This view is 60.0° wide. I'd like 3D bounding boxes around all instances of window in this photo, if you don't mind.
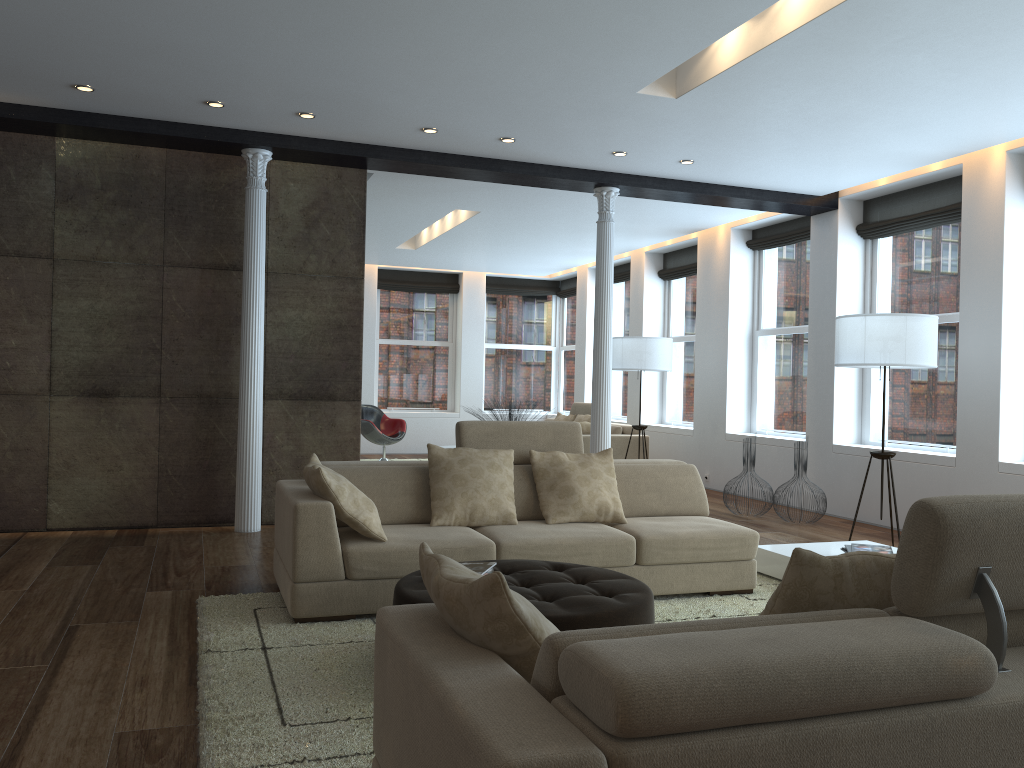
[{"bbox_3d":[4.809,0.114,22.723,34.761,17.917,13.698,1,0,-20],"label":"window"},{"bbox_3d":[-1.619,-0.659,14.712,1.420,2.400,0.123,1,0,-20],"label":"window"},{"bbox_3d":[2.310,-0.567,11.454,0.123,2.400,1.345,1,0,-20],"label":"window"},{"bbox_3d":[0.122,-0.616,15.327,1.474,2.400,0.123,1,0,-20],"label":"window"},{"bbox_3d":[1.706,-0.580,13.144,0.123,2.400,1.444,1,0,-20],"label":"window"},{"bbox_3d":[3.616,-0.539,7.801,0.123,2.400,1.432,1,0,-20],"label":"window"},{"bbox_3d":[3.006,-0.552,9.507,0.123,2.400,1.391,1,0,-20],"label":"window"}]

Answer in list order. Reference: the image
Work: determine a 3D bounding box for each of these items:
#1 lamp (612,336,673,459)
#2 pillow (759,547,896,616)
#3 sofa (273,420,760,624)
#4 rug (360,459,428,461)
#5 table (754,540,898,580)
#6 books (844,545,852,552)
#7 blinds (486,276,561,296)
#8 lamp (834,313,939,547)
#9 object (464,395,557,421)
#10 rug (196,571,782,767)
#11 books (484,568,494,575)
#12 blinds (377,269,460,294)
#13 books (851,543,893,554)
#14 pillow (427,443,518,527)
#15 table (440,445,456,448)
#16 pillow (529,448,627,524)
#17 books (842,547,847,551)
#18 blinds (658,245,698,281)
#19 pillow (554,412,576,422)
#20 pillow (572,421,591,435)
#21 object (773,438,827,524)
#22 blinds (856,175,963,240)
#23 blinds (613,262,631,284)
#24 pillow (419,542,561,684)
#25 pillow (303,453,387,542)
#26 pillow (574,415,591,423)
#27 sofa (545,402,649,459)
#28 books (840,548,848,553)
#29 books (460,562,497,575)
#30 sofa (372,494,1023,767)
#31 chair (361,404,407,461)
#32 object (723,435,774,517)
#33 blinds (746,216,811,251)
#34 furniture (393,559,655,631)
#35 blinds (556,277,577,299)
[{"bbox_3d":[1.457,0.344,10.094,0.698,1.728,0.698,1,0,4],"label":"lamp"},{"bbox_3d":[0.786,0.581,2.145,0.534,0.439,0.301,1,0,-23],"label":"pillow"},{"bbox_3d":[0.026,0.696,5.018,2.581,0.950,1.021,1,0,-20],"label":"sofa"},{"bbox_3d":[-0.445,1.157,11.373,2.972,0.020,4.231,1,0,-20],"label":"rug"},{"bbox_3d":[2.083,1.116,5.319,0.900,0.170,0.900,1,0,-20],"label":"table"},{"bbox_3d":[2.056,0.968,5.134,0.220,0.010,0.300,1,0,15],"label":"books"},{"bbox_3d":[0.162,-1.670,15.242,1.442,0.312,0.155,1,0,-20],"label":"blinds"},{"bbox_3d":[2.733,0.371,6.526,0.698,1.728,0.698,1,0,4],"label":"lamp"},{"bbox_3d":[-0.044,0.654,13.417,1.119,1.014,1.125,1,0,-33],"label":"object"},{"bbox_3d":[0.862,1.180,3.925,4.231,0.020,2.972,1,0,-20],"label":"rug"},{"bbox_3d":[-0.185,0.790,3.692,0.219,0.031,0.300,1,0,-5],"label":"books"},{"bbox_3d":[-1.563,-1.688,14.625,1.422,0.363,0.156,1,0,-20],"label":"blinds"},{"bbox_3d":[2.080,0.959,5.127,0.220,0.010,0.300,1,0,20],"label":"books"},{"bbox_3d":[-0.215,0.560,4.946,0.534,0.439,0.301,1,0,-16],"label":"pillow"},{"bbox_3d":[-0.405,0.951,10.372,1.022,0.393,1.022,1,0,25],"label":"table"},{"bbox_3d":[0.378,0.586,5.144,0.519,0.416,0.368,1,0,-15],"label":"pillow"},{"bbox_3d":[2.080,0.978,5.127,0.220,0.010,0.300,1,0,-5],"label":"books"},{"bbox_3d":[2.276,-1.583,11.435,0.156,0.393,1.342,1,0,-20],"label":"blinds"},{"bbox_3d":[0.642,0.600,12.130,0.368,0.416,0.519,1,0,-24],"label":"pillow"},{"bbox_3d":[0.896,0.616,10.750,0.518,0.393,0.395,1,0,-23],"label":"pillow"},{"bbox_3d":[2.569,0.846,7.903,0.458,0.781,0.458,1,0,-20],"label":"object"},{"bbox_3d":[3.567,-1.555,7.776,0.183,0.395,1.431,1,0,-20],"label":"blinds"},{"bbox_3d":[1.674,-1.655,13.122,0.156,0.275,1.442,1,0,-20],"label":"blinds"},{"bbox_3d":[-0.010,0.584,2.113,0.395,0.393,0.518,1,0,-23],"label":"pillow"},{"bbox_3d":[-0.851,0.566,4.466,0.395,0.393,0.518,1,0,-16],"label":"pillow"},{"bbox_3d":[0.864,0.594,11.547,0.301,0.439,0.534,1,0,-23],"label":"pillow"},{"bbox_3d":[0.764,0.722,11.782,1.018,0.950,2.581,1,0,-20],"label":"sofa"},{"bbox_3d":[2.055,0.987,5.134,0.220,0.010,0.300,1,0,5],"label":"books"},{"bbox_3d":[-0.210,0.782,3.699,0.220,0.040,0.301,1,0,15],"label":"books"},{"bbox_3d":[1.018,0.717,2.243,2.581,0.950,1.021,1,0,-20],"label":"sofa"},{"bbox_3d":[-1.864,0.708,12.606,0.810,0.818,0.669,1,0,-40],"label":"chair"},{"bbox_3d":[2.208,0.837,8.269,0.458,0.781,0.458,1,0,-20],"label":"object"},{"bbox_3d":[2.973,-1.628,9.487,0.156,0.275,1.396,1,0,-20],"label":"blinds"},{"bbox_3d":[0.045,0.973,3.607,1.057,0.355,1.057,1,0,-18],"label":"furniture"},{"bbox_3d":[1.062,-1.641,14.832,0.156,0.327,1.377,1,0,-20],"label":"blinds"}]
